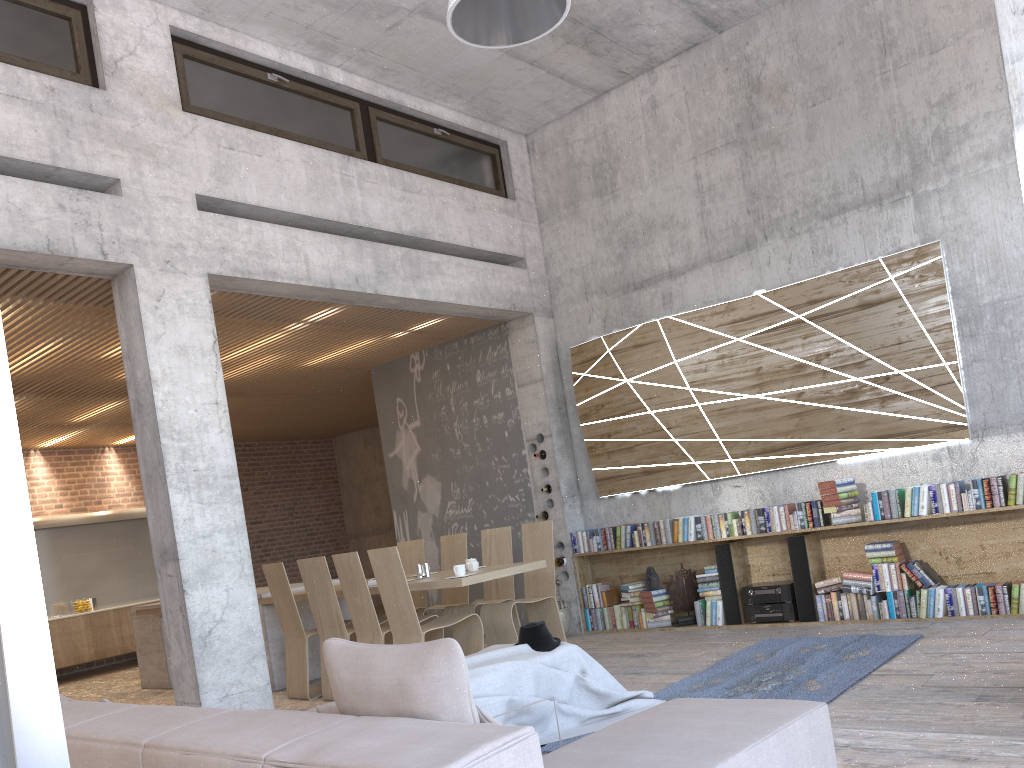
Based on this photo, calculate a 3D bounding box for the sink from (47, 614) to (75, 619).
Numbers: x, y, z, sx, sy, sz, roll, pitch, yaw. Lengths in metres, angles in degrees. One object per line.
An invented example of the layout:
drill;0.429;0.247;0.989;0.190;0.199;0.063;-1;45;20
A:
sink;-6.255;3.221;11.641;0.531;0.190;0.726;-15;-10;39

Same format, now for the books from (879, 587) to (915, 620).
books;3.034;1.727;6.907;0.230;0.219;0.213;-13;-6;40

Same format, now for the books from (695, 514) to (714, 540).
books;1.760;1.292;7.899;0.158;0.219;0.153;-11;-4;40

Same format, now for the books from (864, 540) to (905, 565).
books;2.956;1.338;6.956;0.242;0.160;0.188;-14;-7;40

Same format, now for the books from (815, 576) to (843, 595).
books;2.651;1.655;7.235;0.238;0.139;0.190;-14;-8;41

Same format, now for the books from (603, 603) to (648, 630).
books;1.153;2.262;8.585;0.502;0.236;0.240;-15;-7;40

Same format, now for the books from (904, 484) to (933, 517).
books;3.117;0.894;6.718;0.202;0.227;0.188;-12;-5;40

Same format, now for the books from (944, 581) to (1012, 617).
books;3.486;1.606;6.538;0.424;0.219;0.203;-14;-7;40

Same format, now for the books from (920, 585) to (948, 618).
books;3.236;1.667;6.718;0.202;0.227;0.188;-12;-5;40

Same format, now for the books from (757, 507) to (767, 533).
books;2.191;1.176;7.579;0.056;0.220;0.188;-9;-3;40

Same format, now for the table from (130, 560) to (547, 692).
table;-1.927;2.403;8.475;5.269;0.917;1.005;-16;-8;40

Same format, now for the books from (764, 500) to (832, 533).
books;2.395;1.112;7.376;0.497;0.219;0.213;-15;-7;40

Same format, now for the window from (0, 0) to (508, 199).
window;-2.795;-2.172;5.657;0.115;0.604;8.393;-9;-7;40

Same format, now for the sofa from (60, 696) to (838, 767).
sofa;-0.245;1.490;3.843;3.045;0.780;2.995;-15;-10;40

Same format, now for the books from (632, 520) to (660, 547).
books;1.300;1.422;8.331;0.282;0.219;0.208;-13;-6;38

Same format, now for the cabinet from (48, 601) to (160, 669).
cabinet;-6.161;2.841;12.207;1.091;2.059;4.093;-10;-6;40

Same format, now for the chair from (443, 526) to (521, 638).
chair;-0.269;1.913;7.845;0.353;1.189;0.716;-9;-2;35

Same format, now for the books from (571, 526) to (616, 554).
books;0.846;1.552;8.721;0.497;0.219;0.213;-15;-7;40

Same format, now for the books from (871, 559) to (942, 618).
books;3.098;1.602;6.853;0.458;0.446;0.213;-12;-4;40

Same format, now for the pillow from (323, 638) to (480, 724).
pillow;-0.273;0.962;2.427;0.572;0.554;0.219;-13;-4;42

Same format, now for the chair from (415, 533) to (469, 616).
chair;-0.701;2.021;8.113;0.353;1.189;0.716;-9;-2;40

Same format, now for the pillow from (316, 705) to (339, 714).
pillow;-0.384;1.120;2.675;0.379;0.370;0.169;-10;-2;14

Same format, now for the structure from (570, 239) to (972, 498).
structure;1.974;0.027;7.612;3.466;1.525;0.355;-15;-4;40

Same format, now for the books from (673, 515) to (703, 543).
books;1.610;1.327;8.029;0.253;0.227;0.188;-13;-5;40

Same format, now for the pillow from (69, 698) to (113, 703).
pillow;-1.659;1.454;3.623;0.376;0.357;0.185;-13;-4;40

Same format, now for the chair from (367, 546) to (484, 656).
chair;-0.617;1.787;6.658;0.353;1.189;0.716;-9;-2;43

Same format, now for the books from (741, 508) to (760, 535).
books;2.117;1.199;7.653;0.157;0.219;0.203;-11;-5;40

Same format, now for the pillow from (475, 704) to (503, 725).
pillow;-0.013;1.026;2.260;0.150;0.374;0.374;-8;-4;-17

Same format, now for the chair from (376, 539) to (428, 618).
chair;-1.120;2.128;8.397;0.353;1.189;0.717;-9;-2;34

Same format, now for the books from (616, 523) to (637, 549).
books;1.121;1.474;8.499;0.202;0.227;0.188;-12;-5;40

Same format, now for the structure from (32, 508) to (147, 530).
structure;-6.312;1.917;12.215;0.211;0.156;4.056;-13;-9;39

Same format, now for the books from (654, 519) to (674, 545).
books;1.447;1.374;8.171;0.158;0.219;0.188;-11;-4;40

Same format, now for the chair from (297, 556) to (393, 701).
chair;-1.325;2.005;7.378;0.353;1.189;0.716;-9;-2;37

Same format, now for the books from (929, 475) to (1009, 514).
books;3.391;0.825;6.511;0.497;0.219;0.213;-15;-7;40

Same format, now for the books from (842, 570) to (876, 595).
books;2.790;1.593;7.034;0.247;0.191;0.153;-13;-5;40

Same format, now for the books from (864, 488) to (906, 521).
books;2.933;0.948;6.892;0.282;0.219;0.208;-13;-6;38

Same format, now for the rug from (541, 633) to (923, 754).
rug;1.502;1.854;5.404;1.180;0.049;2.902;-16;-11;39

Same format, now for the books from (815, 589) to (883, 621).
books;2.770;1.801;7.178;0.502;0.236;0.240;-15;-7;40

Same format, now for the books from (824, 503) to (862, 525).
books;2.679;1.051;7.086;0.284;0.149;0.224;-9;-6;-2

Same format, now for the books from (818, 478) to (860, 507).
books;2.640;0.877;7.089;0.244;0.209;0.192;-6;-5;-28

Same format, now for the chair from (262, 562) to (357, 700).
chair;-1.700;2.114;7.713;0.715;1.189;0.353;-6;-2;-45

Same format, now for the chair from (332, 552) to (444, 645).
chair;-0.956;1.897;7.036;0.715;1.189;0.353;-6;-2;-45

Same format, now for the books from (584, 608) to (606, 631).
books;0.848;2.354;8.813;0.277;0.219;0.203;-13;-6;40

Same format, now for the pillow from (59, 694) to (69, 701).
pillow;-1.972;1.502;3.864;0.186;0.364;0.368;-7;-4;-45

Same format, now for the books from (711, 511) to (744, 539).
books;1.924;1.246;7.759;0.281;0.219;0.169;-13;-5;41

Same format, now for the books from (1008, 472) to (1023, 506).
books;3.666;0.747;6.289;0.202;0.227;0.188;-12;-5;40

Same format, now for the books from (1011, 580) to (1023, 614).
books;3.719;1.540;6.346;0.202;0.227;0.188;-12;-5;40

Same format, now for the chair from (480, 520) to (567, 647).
chair;0.079;1.804;7.478;0.353;1.189;0.716;-9;-2;40

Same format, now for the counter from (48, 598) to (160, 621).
counter;-5.946;3.160;12.069;0.663;0.020;4.056;-16;-11;39
